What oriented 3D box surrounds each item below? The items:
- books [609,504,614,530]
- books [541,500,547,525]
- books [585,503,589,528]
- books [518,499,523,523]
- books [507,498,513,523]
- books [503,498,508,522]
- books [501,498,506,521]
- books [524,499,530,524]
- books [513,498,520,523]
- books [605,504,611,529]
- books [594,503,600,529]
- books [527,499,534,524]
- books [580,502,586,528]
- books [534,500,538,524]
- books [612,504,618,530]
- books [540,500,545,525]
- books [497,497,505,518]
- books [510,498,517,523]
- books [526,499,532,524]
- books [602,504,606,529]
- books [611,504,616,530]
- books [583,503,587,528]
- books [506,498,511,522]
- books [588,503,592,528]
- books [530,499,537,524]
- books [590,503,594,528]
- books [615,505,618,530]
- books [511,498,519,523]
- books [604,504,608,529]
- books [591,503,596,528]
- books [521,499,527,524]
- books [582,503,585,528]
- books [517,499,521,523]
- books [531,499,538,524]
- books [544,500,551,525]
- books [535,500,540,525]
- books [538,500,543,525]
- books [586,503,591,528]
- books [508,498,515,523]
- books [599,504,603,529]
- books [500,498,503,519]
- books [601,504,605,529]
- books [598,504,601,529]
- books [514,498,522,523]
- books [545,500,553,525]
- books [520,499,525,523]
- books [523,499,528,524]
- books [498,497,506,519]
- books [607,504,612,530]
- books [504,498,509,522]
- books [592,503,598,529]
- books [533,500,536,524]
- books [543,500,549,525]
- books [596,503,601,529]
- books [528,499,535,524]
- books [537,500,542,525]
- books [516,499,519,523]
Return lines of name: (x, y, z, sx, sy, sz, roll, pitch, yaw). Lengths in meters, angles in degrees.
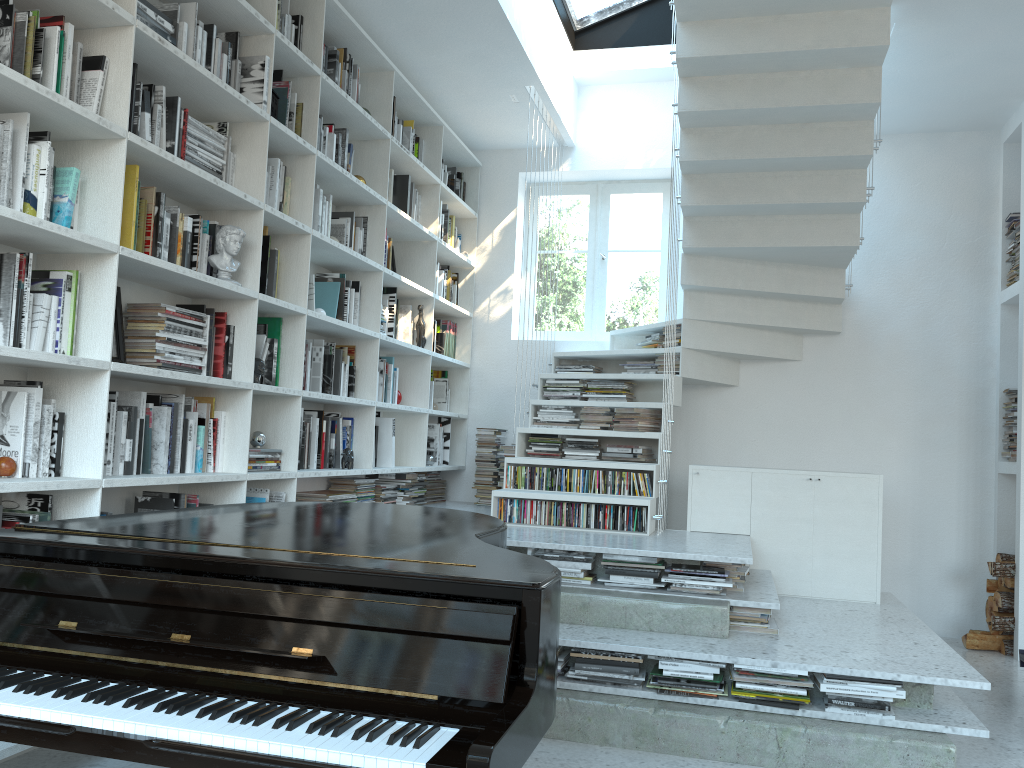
books: (0.525, 0.699, 4.667, 0.010, 0.125, 0.125, 2, -4, 15)
books: (0.175, 0.689, 4.758, 0.008, 0.125, 0.125, 2, -4, 15)
books: (0.401, 0.695, 4.699, 0.007, 0.125, 0.125, 2, -4, 15)
books: (0.056, 0.685, 4.789, 0.008, 0.125, 0.125, 2, -4, 15)
books: (-0.005, 0.683, 4.804, 0.008, 0.125, 0.125, 2, -4, 15)
books: (-0.027, 0.683, 4.810, 0.009, 0.125, 0.125, 2, -4, 15)
books: (-0.036, 0.682, 4.812, 0.010, 0.125, 0.125, 2, -4, 15)
books: (0.087, 0.686, 4.781, 0.007, 0.125, 0.125, 2, -4, 15)
books: (0.027, 0.684, 4.796, 0.009, 0.125, 0.125, 2, -4, 15)
books: (0.505, 0.698, 4.672, 0.008, 0.125, 0.125, 2, -4, 15)
books: (0.449, 0.697, 4.687, 0.010, 0.125, 0.125, 2, -4, 15)
books: (0.101, 0.686, 4.777, 0.007, 0.125, 0.125, 2, -4, 15)
books: (0.379, 0.695, 4.705, 0.008, 0.125, 0.125, 2, -4, 15)
books: (0.138, 0.688, 4.767, 0.009, 0.125, 0.125, 2, -4, 15)
books: (0.543, 0.700, 4.662, 0.012, 0.125, 0.125, 2, -4, 15)
books: (0.168, 0.688, 4.759, 0.008, 0.125, 0.125, 2, -4, 15)
books: (-0.060, 0.682, 4.819, 0.007, 0.125, 0.125, 2, -4, 15)
books: (0.010, 0.684, 4.800, 0.010, 0.125, 0.125, 2, -4, 15)
books: (0.094, 0.686, 4.779, 0.007, 0.125, 0.125, 2, -4, 15)
books: (0.490, 0.698, 4.676, 0.007, 0.125, 0.125, 2, -4, 15)
books: (0.533, 0.699, 4.665, 0.008, 0.125, 0.125, 2, -4, 15)
books: (0.394, 0.695, 4.701, 0.008, 0.125, 0.125, 2, -4, 15)
books: (-0.012, 0.683, 4.806, 0.007, 0.125, 0.125, 2, -4, 15)
books: (0.418, 0.696, 4.695, 0.011, 0.125, 0.125, 2, -4, 15)
books: (0.115, 0.687, 4.773, 0.008, 0.125, 0.125, 2, -4, 15)
books: (0.425, 0.696, 4.693, 0.011, 0.125, 0.125, 2, -4, 15)
books: (0.554, 0.700, 4.660, 0.010, 0.125, 0.125, 2, -4, 15)
books: (0.019, 0.684, 4.798, 0.007, 0.125, 0.125, 2, -4, 15)
books: (0.498, 0.698, 4.674, 0.008, 0.125, 0.125, 2, -4, 15)
books: (0.433, 0.696, 4.691, 0.008, 0.125, 0.125, 2, -4, 15)
books: (0.071, 0.686, 4.785, 0.008, 0.125, 0.125, 2, -4, 15)
books: (0.386, 0.695, 4.703, 0.008, 0.125, 0.125, 2, -4, 15)
books: (0.049, 0.685, 4.790, 0.008, 0.125, 0.125, 2, -4, 15)
books: (0.122, 0.687, 4.771, 0.007, 0.125, 0.125, 2, -4, 15)
books: (0.191, 0.689, 4.754, 0.008, 0.125, 0.125, 2, -4, 15)
books: (0.146, 0.688, 4.765, 0.007, 0.125, 0.125, 2, -4, 15)
books: (0.161, 0.688, 4.761, 0.008, 0.125, 0.125, 2, -4, 15)
books: (0.408, 0.696, 4.697, 0.008, 0.125, 0.125, 2, -4, 15)
books: (0.002, 0.684, 4.803, 0.008, 0.125, 0.125, 2, -4, 15)
books: (0.476, 0.698, 4.680, 0.007, 0.125, 0.125, 2, -4, 15)
books: (-0.045, 0.682, 4.815, 0.008, 0.125, 0.125, 2, -4, 15)
books: (0.483, 0.698, 4.678, 0.007, 0.125, 0.125, 2, -4, 15)
books: (0.468, 0.697, 4.682, 0.008, 0.125, 0.125, 2, -4, 15)
books: (0.034, 0.684, 4.794, 0.009, 0.125, 0.125, 2, -4, 15)
books: (0.199, 0.689, 4.752, 0.008, 0.125, 0.125, 2, -4, 15)
books: (0.064, 0.685, 4.786, 0.008, 0.125, 0.125, 2, -4, 15)
books: (0.079, 0.686, 4.782, 0.008, 0.125, 0.125, 2, -4, 15)
books: (-0.052, 0.682, 4.817, 0.008, 0.125, 0.125, 2, -4, 15)
books: (0.515, 0.699, 4.670, 0.010, 0.125, 0.125, 2, -4, 15)
books: (-0.020, 0.683, 4.808, 0.007, 0.125, 0.125, 2, -4, 15)
books: (0.441, 0.697, 4.689, 0.008, 0.125, 0.125, 2, -4, 15)
books: (0.130, 0.687, 4.769, 0.008, 0.125, 0.125, 2, -4, 15)
books: (0.183, 0.689, 4.756, 0.007, 0.125, 0.125, 2, -4, 15)
books: (0.457, 0.697, 4.685, 0.012, 0.125, 0.125, 2, -4, 15)
books: (0.108, 0.687, 4.775, 0.008, 0.125, 0.125, 2, -4, 15)
books: (0.153, 0.688, 4.763, 0.007, 0.125, 0.125, 2, -4, 15)
books: (0.042, 0.685, 4.792, 0.007, 0.125, 0.125, 2, -4, 15)
